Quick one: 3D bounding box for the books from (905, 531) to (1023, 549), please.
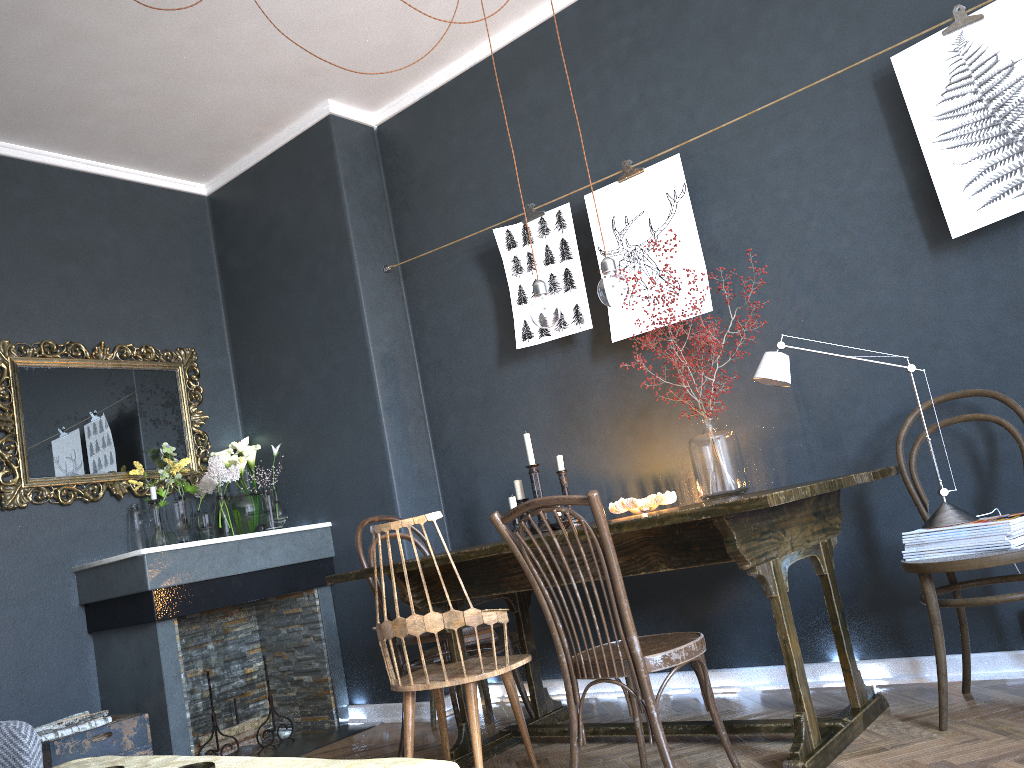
[{"bbox_3d":[1.330,0.444,2.574,0.218,0.008,0.289,-3,-12,-39],"label":"books"}]

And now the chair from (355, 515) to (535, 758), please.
[{"bbox_3d":[-0.269,0.925,3.430,0.550,0.918,0.438,-18,-11,39],"label":"chair"}]

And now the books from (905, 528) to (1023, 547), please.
[{"bbox_3d":[1.335,0.437,2.569,0.218,0.006,0.305,-3,-12,-40],"label":"books"}]

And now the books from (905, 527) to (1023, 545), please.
[{"bbox_3d":[1.329,0.433,2.570,0.218,0.008,0.289,-3,-12,-41],"label":"books"}]

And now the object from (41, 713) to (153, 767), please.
[{"bbox_3d":[-1.741,1.530,3.512,0.554,0.325,0.383,-18,-11,37],"label":"object"}]

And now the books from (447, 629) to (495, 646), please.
[{"bbox_3d":[-0.192,1.114,3.919,0.207,0.024,0.263,-9,-9,-10],"label":"books"}]

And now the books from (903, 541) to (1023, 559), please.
[{"bbox_3d":[1.330,0.470,2.567,0.218,0.007,0.305,-3,-12,-40],"label":"books"}]

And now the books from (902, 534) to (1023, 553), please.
[{"bbox_3d":[1.326,0.455,2.568,0.218,0.013,0.305,-3,-12,-40],"label":"books"}]

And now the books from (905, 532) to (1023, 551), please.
[{"bbox_3d":[1.330,0.450,2.572,0.218,0.008,0.289,-3,-12,-39],"label":"books"}]

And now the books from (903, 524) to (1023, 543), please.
[{"bbox_3d":[1.328,0.425,2.567,0.218,0.008,0.305,-3,-12,-41],"label":"books"}]

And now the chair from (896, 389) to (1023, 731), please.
[{"bbox_3d":[1.373,0.463,2.582,0.439,0.918,0.549,-17,-10,34],"label":"chair"}]

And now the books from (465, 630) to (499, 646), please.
[{"bbox_3d":[-0.176,1.132,3.929,0.219,0.013,0.273,-10,-9,-6],"label":"books"}]

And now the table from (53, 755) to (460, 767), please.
[{"bbox_3d":[-0.384,0.727,0.952,0.789,0.548,0.339,-18,-11,37],"label":"table"}]

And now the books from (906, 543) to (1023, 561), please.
[{"bbox_3d":[1.332,0.477,2.565,0.218,0.008,0.305,-2,-13,-45],"label":"books"}]

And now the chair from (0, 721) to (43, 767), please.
[{"bbox_3d":[-1.156,0.829,1.485,0.495,0.809,0.646,-13,-9,15],"label":"chair"}]

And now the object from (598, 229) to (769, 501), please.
[{"bbox_3d":[0.684,-0.042,3.254,0.557,0.928,0.640,-12,-9,8],"label":"object"}]

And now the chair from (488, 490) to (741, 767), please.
[{"bbox_3d":[0.278,0.673,2.250,0.364,0.818,0.467,-17,-11,36],"label":"chair"}]

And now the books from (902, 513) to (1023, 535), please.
[{"bbox_3d":[1.329,0.402,2.573,0.218,0.013,0.305,-3,-12,-40],"label":"books"}]

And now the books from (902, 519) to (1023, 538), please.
[{"bbox_3d":[1.330,0.411,2.574,0.218,0.008,0.305,-3,-12,-40],"label":"books"}]

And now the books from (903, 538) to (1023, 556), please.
[{"bbox_3d":[1.330,0.463,2.567,0.218,0.008,0.305,-3,-12,-40],"label":"books"}]

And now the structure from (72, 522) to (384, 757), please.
[{"bbox_3d":[-1.288,1.211,4.086,0.836,0.979,1.065,-18,-11,37],"label":"structure"}]

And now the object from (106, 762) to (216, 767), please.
[{"bbox_3d":[-0.353,0.413,0.892,0.103,0.033,0.370,-3,-12,-41],"label":"object"}]

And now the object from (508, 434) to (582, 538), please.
[{"bbox_3d":[0.089,0.397,3.604,0.369,0.418,0.223,-18,-11,38],"label":"object"}]

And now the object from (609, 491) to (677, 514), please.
[{"bbox_3d":[0.489,0.448,3.318,0.252,0.072,0.255,-2,-13,-46],"label":"object"}]

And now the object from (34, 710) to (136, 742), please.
[{"bbox_3d":[-1.753,1.456,3.526,0.534,0.246,0.370,-18,-11,37],"label":"object"}]

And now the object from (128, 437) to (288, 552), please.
[{"bbox_3d":[-1.485,0.513,4.383,0.475,0.545,0.727,-18,-12,40],"label":"object"}]

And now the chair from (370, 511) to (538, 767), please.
[{"bbox_3d":[-0.190,0.824,2.687,0.456,0.854,0.384,-15,-9,22],"label":"chair"}]

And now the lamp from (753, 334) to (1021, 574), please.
[{"bbox_3d":[1.232,0.306,2.707,0.799,1.067,0.242,-10,-9,-8],"label":"lamp"}]

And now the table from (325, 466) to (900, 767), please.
[{"bbox_3d":[0.392,0.810,2.911,1.608,0.726,1.126,-18,-11,37],"label":"table"}]

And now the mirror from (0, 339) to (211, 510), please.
[{"bbox_3d":[-1.942,0.174,4.280,0.067,0.782,1.057,-17,-11,37],"label":"mirror"}]

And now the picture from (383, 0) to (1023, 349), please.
[{"bbox_3d":[1.134,-0.775,3.060,4.467,0.769,0.058,-18,-11,37],"label":"picture"}]

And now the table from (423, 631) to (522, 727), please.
[{"bbox_3d":[-0.134,1.288,3.893,0.370,0.317,0.364,-18,-11,37],"label":"table"}]

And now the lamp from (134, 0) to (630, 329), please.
[{"bbox_3d":[-0.463,-0.944,2.829,1.589,1.571,0.584,-8,-9,-21],"label":"lamp"}]

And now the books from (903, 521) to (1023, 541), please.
[{"bbox_3d":[1.328,0.419,2.570,0.218,0.008,0.305,-3,-12,-41],"label":"books"}]
